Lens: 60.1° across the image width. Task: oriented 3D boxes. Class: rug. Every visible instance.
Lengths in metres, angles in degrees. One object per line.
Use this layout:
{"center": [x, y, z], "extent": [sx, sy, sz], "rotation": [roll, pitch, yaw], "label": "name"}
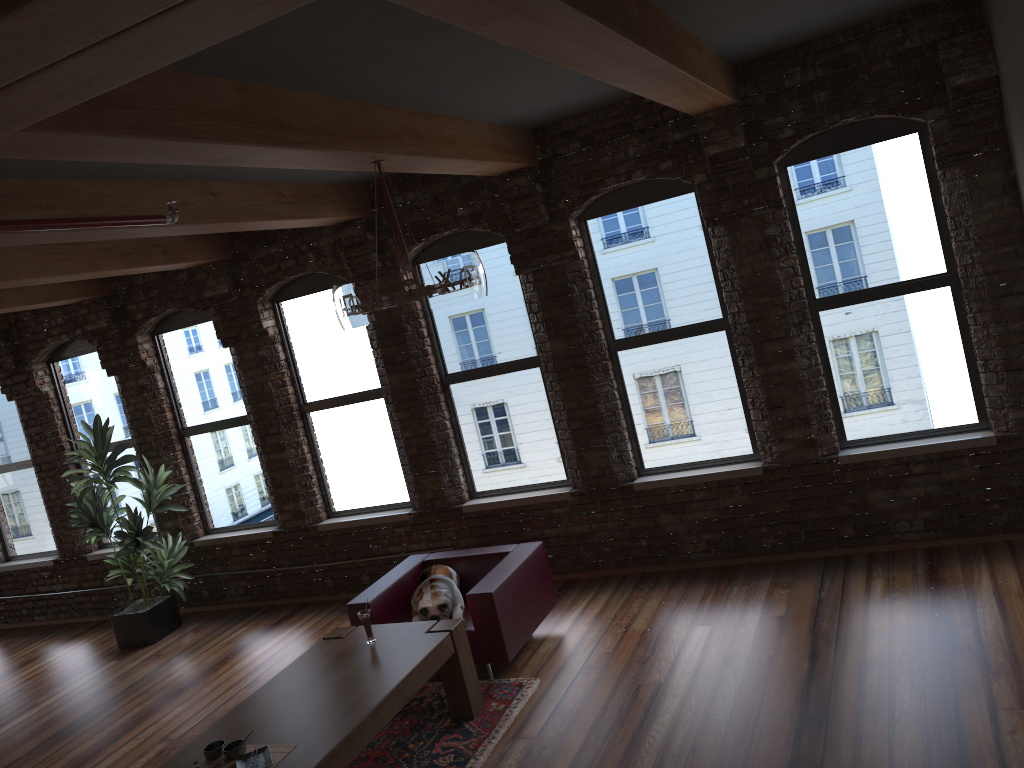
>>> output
{"center": [-0.902, 2.130, 4.461], "extent": [1.339, 0.009, 2.480], "rotation": [-11, 7, 25], "label": "rug"}

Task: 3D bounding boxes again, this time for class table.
{"center": [-0.955, 1.859, 4.488], "extent": [0.897, 0.548, 1.763], "rotation": [-11, 7, 25], "label": "table"}

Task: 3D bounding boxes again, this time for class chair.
{"center": [-0.360, 1.528, 5.884], "extent": [1.067, 0.591, 0.872], "rotation": [-11, 6, 25], "label": "chair"}

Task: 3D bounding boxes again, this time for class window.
{"center": [-5.418, 0.876, 9.458], "extent": [0.965, 2.208, 0.233], "rotation": [-12, 4, 25], "label": "window"}
{"center": [-0.190, -0.127, 7.039], "extent": [0.965, 2.208, 0.237], "rotation": [-12, 4, 25], "label": "window"}
{"center": [1.116, -0.378, 6.433], "extent": [0.965, 2.208, 0.237], "rotation": [-12, 4, 25], "label": "window"}
{"center": [2.423, -0.629, 5.828], "extent": [0.965, 2.208, 0.237], "rotation": [-12, 4, 25], "label": "window"}
{"center": [-2.802, 0.374, 8.249], "extent": [0.965, 2.208, 0.237], "rotation": [-12, 4, 25], "label": "window"}
{"center": [-1.497, 0.123, 7.644], "extent": [0.965, 2.208, 0.237], "rotation": [-12, 4, 25], "label": "window"}
{"center": [-4.110, 0.625, 8.854], "extent": [0.965, 2.208, 0.237], "rotation": [-12, 4, 25], "label": "window"}

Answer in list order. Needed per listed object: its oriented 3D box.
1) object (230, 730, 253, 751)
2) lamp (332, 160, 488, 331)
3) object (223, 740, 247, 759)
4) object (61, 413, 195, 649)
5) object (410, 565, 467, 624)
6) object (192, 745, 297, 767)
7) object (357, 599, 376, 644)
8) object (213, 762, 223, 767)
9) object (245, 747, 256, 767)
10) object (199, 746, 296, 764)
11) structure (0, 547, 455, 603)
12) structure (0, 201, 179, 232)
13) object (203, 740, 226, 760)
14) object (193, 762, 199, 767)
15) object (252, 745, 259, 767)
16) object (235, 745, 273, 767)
{"center": [-1.246, 1.642, 4.060], "extent": [0.137, 0.079, 0.045], "rotation": [-15, 5, -10], "label": "object"}
{"center": [-0.601, -0.767, 4.638], "extent": [0.813, 0.812, 0.808], "rotation": [-16, 6, -24], "label": "lamp"}
{"center": [-1.268, 1.676, 4.057], "extent": [0.099, 0.043, 0.098], "rotation": [-17, 7, -27], "label": "object"}
{"center": [-3.530, 1.283, 8.053], "extent": [1.076, 2.097, 0.974], "rotation": [-10, 5, 38], "label": "object"}
{"center": [-0.506, 1.392, 5.787], "extent": [0.365, 0.296, 0.757], "rotation": [-14, 6, -3], "label": "object"}
{"center": [-1.249, 1.708, 3.945], "extent": [0.467, 0.001, 0.355], "rotation": [-11, 7, 25], "label": "object"}
{"center": [-0.820, 1.358, 5.051], "extent": [0.095, 0.231, 0.075], "rotation": [-16, 5, -32], "label": "object"}
{"center": [-1.356, 1.716, 3.953], "extent": [0.153, 0.030, 0.045], "rotation": [-13, 6, 9], "label": "object"}
{"center": [-1.162, 1.668, 3.909], "extent": [0.007, 0.008, 0.271], "rotation": [-14, 6, -1], "label": "object"}
{"center": [-1.250, 1.708, 3.944], "extent": [0.469, 0.003, 0.334], "rotation": [-11, 7, 25], "label": "object"}
{"center": [-6.646, 2.446, 10.102], "extent": [13.666, 0.312, 1.644], "rotation": [-12, 7, 18], "label": "structure"}
{"center": [-2.949, -0.159, 1.228], "extent": [0.051, 0.111, 6.858], "rotation": [-12, 7, 25], "label": "structure"}
{"center": [-1.374, 1.697, 4.102], "extent": [0.099, 0.043, 0.098], "rotation": [-19, 8, -39], "label": "object"}
{"center": [-1.428, 1.732, 4.008], "extent": [0.018, 0.021, 0.059], "rotation": [-16, 6, -23], "label": "object"}
{"center": [-1.137, 1.660, 3.920], "extent": [0.007, 0.008, 0.271], "rotation": [-15, 6, -9], "label": "object"}
{"center": [-1.140, 1.674, 3.917], "extent": [0.154, 0.018, 0.213], "rotation": [-16, 7, -20], "label": "object"}
